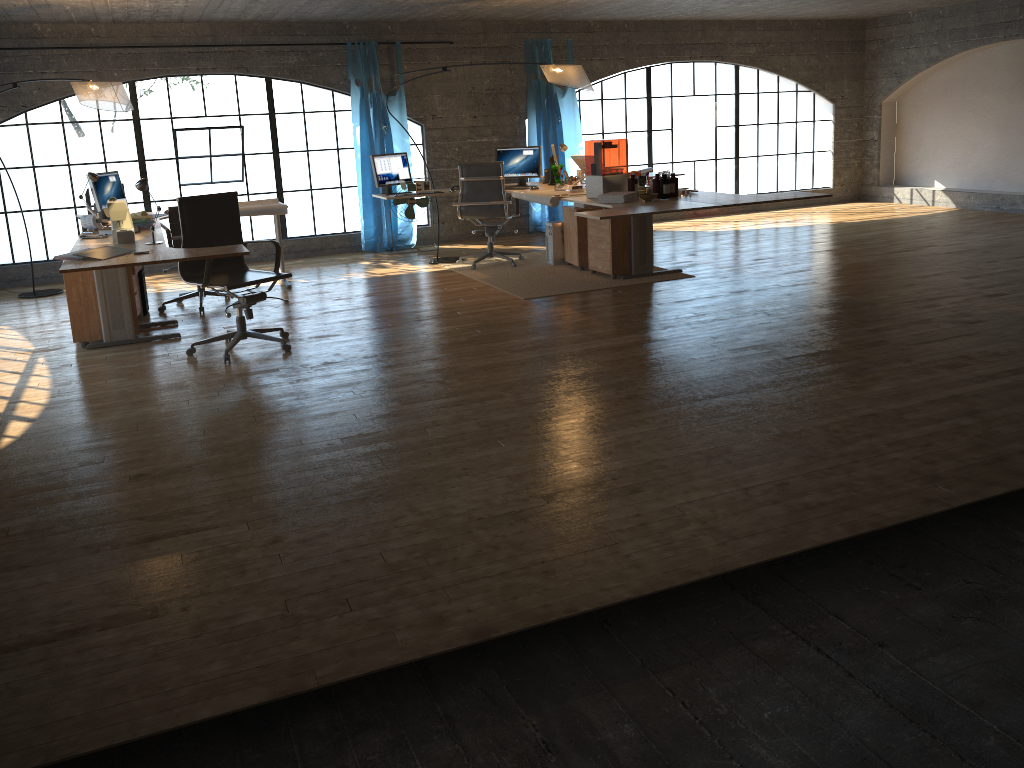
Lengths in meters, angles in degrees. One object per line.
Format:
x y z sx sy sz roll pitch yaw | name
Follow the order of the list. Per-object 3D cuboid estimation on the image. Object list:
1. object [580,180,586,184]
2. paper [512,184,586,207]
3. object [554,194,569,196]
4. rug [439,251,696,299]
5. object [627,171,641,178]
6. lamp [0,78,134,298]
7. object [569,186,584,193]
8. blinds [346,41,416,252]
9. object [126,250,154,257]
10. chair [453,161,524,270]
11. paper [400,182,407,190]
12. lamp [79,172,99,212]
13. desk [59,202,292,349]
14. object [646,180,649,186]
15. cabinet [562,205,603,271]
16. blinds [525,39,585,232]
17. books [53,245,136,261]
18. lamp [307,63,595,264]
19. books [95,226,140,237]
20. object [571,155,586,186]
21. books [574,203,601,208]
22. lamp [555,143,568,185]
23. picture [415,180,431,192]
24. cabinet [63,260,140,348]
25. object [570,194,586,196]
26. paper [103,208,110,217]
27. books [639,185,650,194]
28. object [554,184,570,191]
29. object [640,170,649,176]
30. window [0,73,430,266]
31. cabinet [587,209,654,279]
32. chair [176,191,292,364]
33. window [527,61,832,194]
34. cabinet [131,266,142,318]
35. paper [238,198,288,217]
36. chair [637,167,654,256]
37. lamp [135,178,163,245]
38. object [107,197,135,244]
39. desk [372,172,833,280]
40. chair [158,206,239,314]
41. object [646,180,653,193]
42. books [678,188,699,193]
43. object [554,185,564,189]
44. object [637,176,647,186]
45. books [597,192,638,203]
0.784 -2.037 8.880 0.187 0.011 0.501 -2 17 3 | object
0.416 -1.652 7.722 0.584 0.111 0.866 -9 18 -21 | paper
0.421 -1.603 7.494 0.126 0.009 0.012 -5 15 -9 | object
0.403 -1.068 8.223 1.608 0.005 2.240 -9 18 -21 | rug
1.030 -1.706 7.452 0.130 0.173 0.202 -2 15 2 | object
-5.722 -1.940 8.871 6.264 1.896 0.392 8 16 32 | lamp
0.569 -1.716 7.763 0.131 0.054 0.050 -9 15 -21 | object
-1.435 -2.629 9.830 0.671 2.252 0.261 -9 13 -27 | blinds
-2.137 -0.753 5.073 0.142 0.013 0.130 -8 17 -18 | object
-0.259 -1.665 8.617 0.653 0.995 0.699 0 14 12 | chair
-1.060 -1.939 8.646 0.018 0.073 0.078 6 17 37 | paper
-3.373 -1.484 7.049 0.106 0.401 0.210 5 15 34 | lamp
-2.288 -0.799 6.536 1.642 0.724 3.572 -9 17 -20 | desk
1.103 -1.643 7.205 0.017 0.049 0.026 -5 13 -12 | object
0.764 -1.373 8.224 0.474 0.561 0.433 -6 14 -14 | cabinet
0.565 -2.904 10.622 0.860 2.371 0.265 -6 12 -13 | blinds
-2.393 -0.751 5.055 0.317 0.043 0.314 1 17 12 | books
-2.078 -2.294 9.444 6.248 1.897 0.393 4 14 23 | lamp
-2.791 -1.077 6.194 0.291 0.053 0.266 3 17 18 | books
0.735 -1.991 8.242 0.288 0.294 0.401 -11 17 -30 | object
0.750 -1.694 8.139 0.311 0.108 0.224 -9 17 -20 | books
0.475 -2.126 8.546 0.105 0.401 0.211 -5 13 -10 | lamp
-0.879 -1.952 8.713 0.159 0.103 0.032 -9 13 -21 | picture
-2.883 -0.588 6.211 0.429 0.561 0.432 -9 15 -24 | cabinet
0.560 -1.598 7.456 0.147 0.007 0.008 -7 15 -12 | object
-3.332 -1.410 7.268 0.019 0.073 0.080 -2 14 3 | paper
1.053 -1.580 7.207 0.178 0.068 0.234 -7 17 -13 | books
0.456 -1.776 7.974 0.160 0.063 0.054 8 18 34 | object
1.082 -1.702 7.193 0.076 0.100 0.155 -1 15 7 | object
-3.994 -1.901 7.970 3.195 1.832 7.081 5 18 27 | window
0.944 -1.239 7.745 0.429 0.561 0.433 -9 15 -24 | cabinet
-1.764 -0.721 5.715 0.688 0.995 0.663 7 16 36 | chair
-1.162 -2.590 9.768 12.391 1.814 3.954 -18 22 -41 | window
-3.062 -0.722 6.690 0.473 0.561 0.433 -6 14 -14 | cabinet
-2.477 -1.552 7.872 0.855 0.111 0.592 -9 18 -21 | paper
1.082 -1.694 8.753 0.686 0.842 0.666 3 15 24 | chair
-2.251 -1.076 5.498 0.106 0.401 0.209 -11 15 -34 | lamp
-2.551 -1.077 5.764 0.137 0.278 0.410 -8 16 -21 | object
0.814 -1.325 7.774 3.274 0.724 3.532 -9 18 -21 | desk
-2.611 -1.053 7.229 0.659 0.842 0.693 -12 17 -34 | chair
1.134 -1.574 7.071 0.134 0.126 0.040 -10 14 -26 | object
1.313 -1.579 7.201 0.308 0.043 0.324 -8 17 -16 | books
0.457 -1.845 8.270 0.109 0.022 0.141 -3 17 -2 | object
1.062 -1.657 7.203 0.078 0.080 0.077 -16 19 -41 | object
0.806 -1.428 6.744 0.222 0.057 0.315 6 19 27 | books
